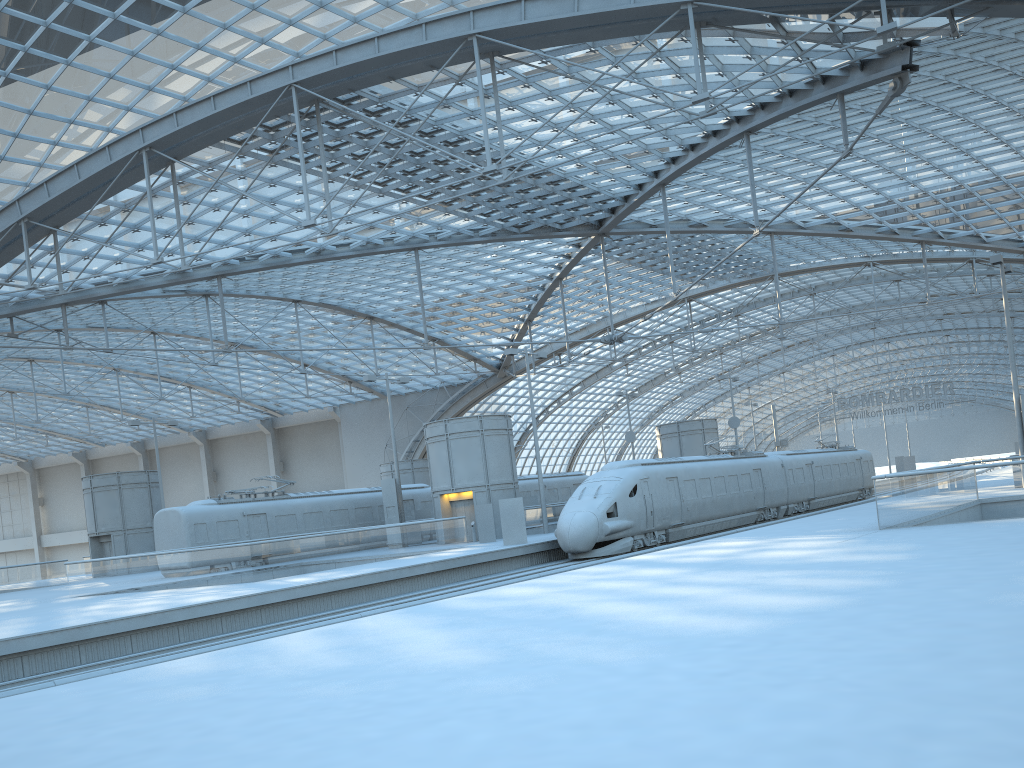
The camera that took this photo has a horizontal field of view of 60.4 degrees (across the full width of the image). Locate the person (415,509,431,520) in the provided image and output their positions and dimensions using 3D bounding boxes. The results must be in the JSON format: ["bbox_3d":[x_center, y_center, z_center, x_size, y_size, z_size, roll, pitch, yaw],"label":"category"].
[{"bbox_3d":[-4.419,7.228,44.567,0.829,1.732,0.001,-7,0,10],"label":"person"}]

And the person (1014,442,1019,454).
[{"bbox_3d":[36.253,4.982,62.412,0.001,1.799,0.908,-6,-1,-30],"label":"person"}]

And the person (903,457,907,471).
[{"bbox_3d":[40.249,8.189,89.177,0.882,1.706,0.001,-8,-1,36],"label":"person"}]

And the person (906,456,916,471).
[{"bbox_3d":[38.954,7.885,85.736,0.834,1.732,0.001,-8,-1,36],"label":"person"}]

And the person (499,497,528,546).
[{"bbox_3d":[0.060,4.933,31.411,0.877,1.706,0.001,-7,0,10],"label":"person"}]

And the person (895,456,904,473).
[{"bbox_3d":[41.277,8.611,93.631,0.907,1.799,0.001,-7,-1,31],"label":"person"}]

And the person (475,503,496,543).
[{"bbox_3d":[-1.058,5.701,35.808,0.713,1.612,0.001,-7,0,15],"label":"person"}]
